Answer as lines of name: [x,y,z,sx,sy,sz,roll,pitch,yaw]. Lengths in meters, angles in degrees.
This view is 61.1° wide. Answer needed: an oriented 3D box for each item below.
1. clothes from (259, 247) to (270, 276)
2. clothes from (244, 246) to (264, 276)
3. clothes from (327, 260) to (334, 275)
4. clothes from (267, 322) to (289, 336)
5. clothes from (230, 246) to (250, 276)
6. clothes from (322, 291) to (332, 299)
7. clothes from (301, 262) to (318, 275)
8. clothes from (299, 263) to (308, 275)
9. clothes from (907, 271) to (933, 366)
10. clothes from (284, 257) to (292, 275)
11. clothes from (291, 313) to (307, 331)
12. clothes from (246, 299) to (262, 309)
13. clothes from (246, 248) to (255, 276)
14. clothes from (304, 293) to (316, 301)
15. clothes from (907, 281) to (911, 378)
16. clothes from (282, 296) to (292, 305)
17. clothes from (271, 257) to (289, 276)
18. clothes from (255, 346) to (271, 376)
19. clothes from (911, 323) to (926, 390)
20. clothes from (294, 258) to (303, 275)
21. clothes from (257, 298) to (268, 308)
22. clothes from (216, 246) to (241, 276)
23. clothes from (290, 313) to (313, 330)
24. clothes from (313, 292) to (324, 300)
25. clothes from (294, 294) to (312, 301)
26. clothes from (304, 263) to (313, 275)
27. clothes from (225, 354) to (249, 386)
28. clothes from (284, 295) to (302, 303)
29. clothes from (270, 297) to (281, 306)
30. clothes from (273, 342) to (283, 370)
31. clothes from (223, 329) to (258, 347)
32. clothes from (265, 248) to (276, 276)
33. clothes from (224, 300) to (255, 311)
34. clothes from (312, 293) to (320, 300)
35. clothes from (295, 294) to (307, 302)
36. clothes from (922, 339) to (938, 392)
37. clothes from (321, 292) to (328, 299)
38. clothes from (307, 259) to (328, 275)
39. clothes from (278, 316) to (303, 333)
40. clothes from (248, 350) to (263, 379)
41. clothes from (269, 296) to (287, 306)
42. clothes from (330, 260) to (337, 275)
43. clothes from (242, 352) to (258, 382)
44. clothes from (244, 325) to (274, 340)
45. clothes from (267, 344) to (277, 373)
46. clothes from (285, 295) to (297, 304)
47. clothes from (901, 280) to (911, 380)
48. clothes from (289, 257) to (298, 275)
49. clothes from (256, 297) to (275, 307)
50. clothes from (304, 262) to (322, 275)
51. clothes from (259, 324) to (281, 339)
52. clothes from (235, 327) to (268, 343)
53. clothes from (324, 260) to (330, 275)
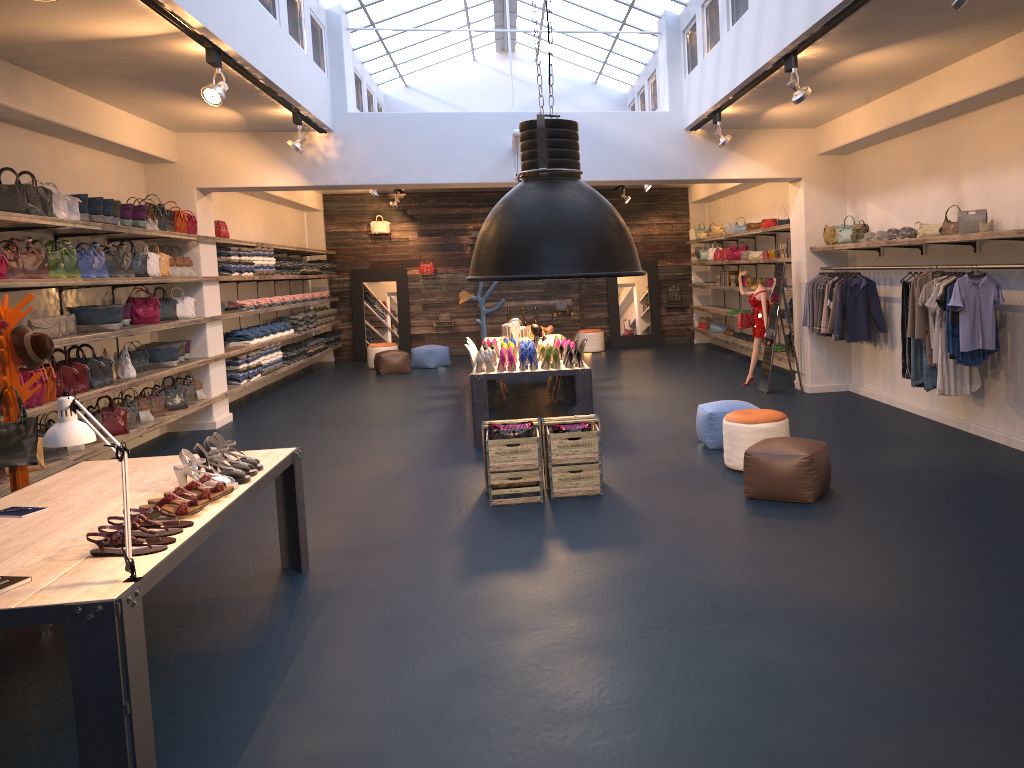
clothes: [-3.781,-1.821,12.881,0.264,0.454,0.341,-2,5,9]
clothes: [-3.779,-1.780,12.558,0.264,0.454,0.341,-2,5,9]
clothes: [-3.792,-2.349,17.513,0.360,0.298,0.301,-3,6,-5]
clothes: [-3.826,-0.862,13.796,0.413,0.239,0.442,-1,7,11]
clothes: [-3.756,-1.675,11.867,0.254,0.409,0.321,-2,5,3]
clothes: [-3.852,-1.809,17.672,0.330,0.154,0.343,-3,7,-10]
clothes: [-3.848,-2.142,16.092,0.412,0.250,0.352,-2,6,4]
clothes: [-3.843,-2.038,15.290,0.412,0.250,0.352,-2,6,4]
clothes: [4.156,-0.645,8.570,0.540,0.943,0.178,-4,4,-12]
clothes: [-3.774,-1.917,14.163,0.383,0.298,0.308,-4,6,-16]
clothes: [-3.740,-1.064,15.013,0.409,0.316,0.342,-4,6,-18]
clothes: [-3.825,-1.158,12.619,0.330,0.154,0.343,-3,7,-10]
clothes: [-3.784,-1.715,12.188,0.254,0.409,0.321,-2,5,3]
clothes: [-3.844,-1.621,16.210,0.330,0.154,0.343,-3,7,-10]
clothes: [4.166,-0.536,8.896,0.235,1.043,0.145,-3,4,-7]
clothes: [-3.858,-1.385,14.438,0.339,0.158,0.332,0,7,16]
clothes: [-3.761,-1.877,13.843,0.375,0.298,0.324,-3,6,-2]
clothes: [-3.698,-0.346,12.657,0.264,0.454,0.341,-2,5,9]
clothes: [4.116,-0.498,8.763,0.247,1.131,0.146,-5,4,-25]
clothes: [-3.778,-2.001,14.809,0.353,0.298,0.308,-2,6,1]
clothes: [-3.850,-1.200,12.997,0.339,0.158,0.332,0,7,16]
clothes: [-3.781,-1.629,11.519,0.254,0.409,0.321,-2,5,3]
clothes: [-3.732,-1.109,15.420,0.391,0.301,0.337,-4,6,-17]
clothes: [-3.848,-1.718,16.961,0.330,0.154,0.343,-3,7,-10]
clothes: [-3.865,-1.571,15.877,0.339,0.158,0.332,0,7,16]
clothes: [-3.844,-2.089,15.681,0.427,0.250,0.340,-3,6,-8]
clothes: [-3.699,-0.196,11.618,0.254,0.409,0.321,-2,5,3]
clothes: [-3.861,-1.479,15.166,0.339,0.158,0.332,0,7,16]
clothes: [-3.854,-1.294,13.727,0.339,0.158,0.332,0,7,16]
clothes: [-3.701,-0.434,13.335,0.264,0.454,0.341,-2,5,9]
clothes: [-3.817,-0.646,12.121,0.433,0.239,0.422,-3,7,-5]
clothes: [-3.783,-1.867,13.237,0.264,0.454,0.341,-2,5,9]
clothes: [-3.846,-1.108,12.286,0.339,0.158,0.332,0,7,16]
clothes: [-3.869,-1.668,16.628,0.339,0.158,0.332,0,7,16]
clothes: [-3.840,-1.529,15.499,0.330,0.154,0.343,-3,7,-10]
clothes: [4.195,-0.493,8.708,0.206,1.131,0.235,-2,4,3]
clothes: [-3.873,-1.759,17.339,0.339,0.158,0.332,0,7,16]
clothes: [-3.777,-2.267,16.870,0.375,0.298,0.324,-3,6,-2]
clothes: [-3.727,-1.009,14.641,0.391,0.301,0.337,-4,6,-17]
clothes: [-3.703,-0.282,12.287,0.254,0.409,0.321,-2,5,3]
clothes: [-3.832,-1.344,14.060,0.330,0.154,0.343,-3,7,-10]
clothes: [-3.794,-2.391,17.836,0.353,0.298,0.308,-2,6,1]
clothes: [-3.675,-0.241,11.966,0.254,0.409,0.321,-2,5,3]
clothes: [-3.821,-0.753,12.954,0.433,0.239,0.422,-3,7,-5]
clothes: [-3.699,-0.388,12.979,0.264,0.454,0.341,-2,5,9]
clothes: [-3.836,-1.436,14.771,0.330,0.154,0.343,-3,7,-10]
clothes: [4.150,-0.559,9.047,0.235,1.043,0.145,-3,4,-7]
clothes: [-3.776,-1.959,14.486,0.360,0.298,0.301,-3,6,-5]
clothes: [-3.829,-1.250,13.330,0.330,0.154,0.343,-3,7,-10]
clothes: [-3.848,-2.192,16.483,0.427,0.250,0.340,-3,6,-8]
clothes: [-3.823,-0.806,13.359,0.433,0.239,0.422,-3,7,-5]
clothes: [-3.820,-0.702,12.558,0.413,0.239,0.442,-1,7,11]
clothes: [-3.790,-2.307,17.191,0.383,0.298,0.308,-4,6,-16]
